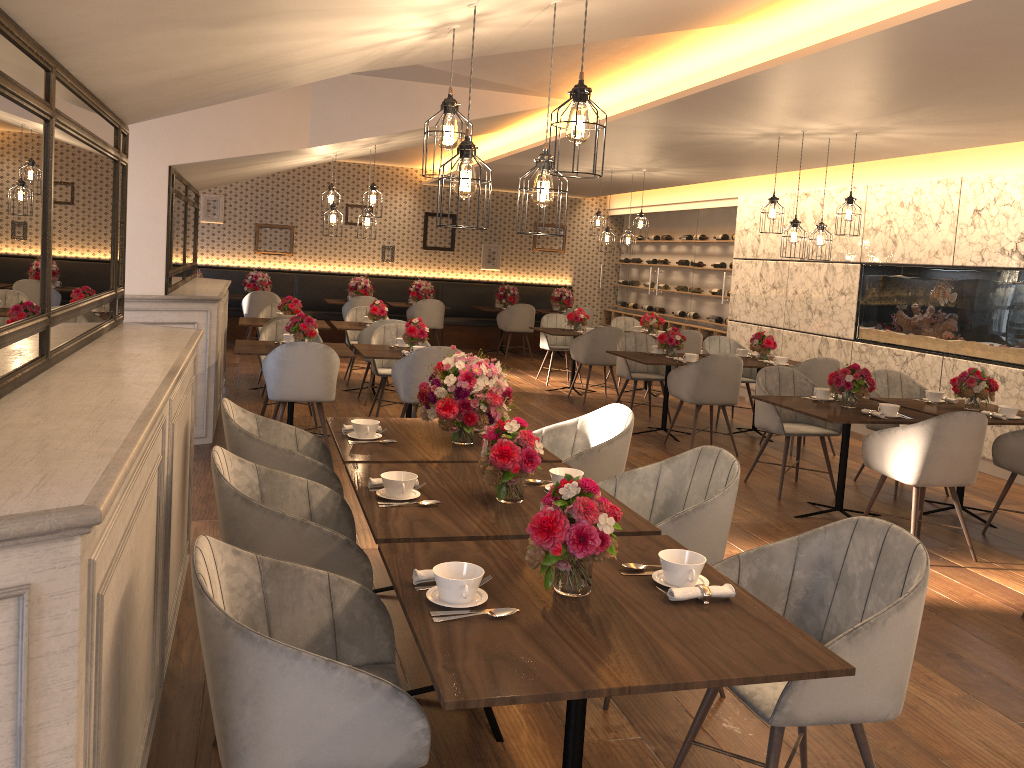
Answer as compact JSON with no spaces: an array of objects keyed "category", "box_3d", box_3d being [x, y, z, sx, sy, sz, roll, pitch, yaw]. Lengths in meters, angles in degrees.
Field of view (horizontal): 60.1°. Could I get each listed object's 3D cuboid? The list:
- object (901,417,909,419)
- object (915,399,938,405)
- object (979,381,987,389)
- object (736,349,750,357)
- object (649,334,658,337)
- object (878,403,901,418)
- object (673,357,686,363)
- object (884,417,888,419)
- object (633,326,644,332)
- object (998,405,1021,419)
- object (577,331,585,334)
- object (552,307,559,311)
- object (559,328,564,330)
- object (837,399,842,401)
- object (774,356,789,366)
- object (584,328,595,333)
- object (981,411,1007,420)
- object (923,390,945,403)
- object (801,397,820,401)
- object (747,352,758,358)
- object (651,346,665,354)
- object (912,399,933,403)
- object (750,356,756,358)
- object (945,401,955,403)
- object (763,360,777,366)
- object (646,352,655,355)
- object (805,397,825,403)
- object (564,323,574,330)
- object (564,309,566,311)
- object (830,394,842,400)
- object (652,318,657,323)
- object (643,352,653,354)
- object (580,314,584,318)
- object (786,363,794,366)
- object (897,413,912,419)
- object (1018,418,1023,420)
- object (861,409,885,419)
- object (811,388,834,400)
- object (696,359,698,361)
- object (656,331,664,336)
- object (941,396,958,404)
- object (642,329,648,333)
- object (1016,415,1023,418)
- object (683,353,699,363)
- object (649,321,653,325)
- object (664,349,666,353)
[{"category":"object","box_3d":[2.386,0.196,5.503,0.022,0.004,0.212,1,8,-17]},{"category":"object","box_3d":[2.928,0.126,6.241,0.022,0.004,0.212,1,8,-17]},{"category":"object","box_3d":[3.122,0.003,5.911,0.048,0.052,0.077,-1,8,-37]},{"category":"object","box_3d":[2.278,-0.306,8.744,0.148,0.072,0.149,-2,10,-39]},{"category":"object","box_3d":[1.680,-0.578,10.510,0.056,0.039,0.177,2,8,-17]},{"category":"object","box_3d":[2.321,0.164,5.453,0.148,0.072,0.149,7,8,26]},{"category":"object","box_3d":[1.492,-0.217,7.881,0.056,0.039,0.177,2,8,-17]},{"category":"object","box_3d":[2.241,0.185,5.442,0.025,0.024,0.194,2,8,-17]},{"category":"object","box_3d":[1.586,-0.686,11.112,0.148,0.072,0.149,-2,10,-39]},{"category":"object","box_3d":[3.202,0.184,5.714,0.148,0.072,0.149,7,8,26]},{"category":"object","box_3d":[0.800,-0.597,10.249,0.056,0.039,0.177,2,8,-17]},{"category":"object","box_3d":[0.750,-1.269,14.843,0.148,0.072,0.149,7,8,26]},{"category":"object","box_3d":[0.601,-0.677,10.803,0.043,0.015,0.198,1,9,-20]},{"category":"object","box_3d":[2.194,0.097,6.040,0.025,0.024,0.194,2,8,-17]},{"category":"object","box_3d":[2.483,-0.211,8.173,0.148,0.072,0.149,-2,10,-39]},{"category":"object","box_3d":[0.910,-0.612,10.280,0.148,0.072,0.149,-2,10,-39]},{"category":"object","box_3d":[3.091,0.198,5.683,0.056,0.039,0.177,2,8,-17]},{"category":"object","box_3d":[2.997,0.090,6.285,0.148,0.072,0.149,7,8,26]},{"category":"object","box_3d":[2.012,0.099,5.976,0.043,0.015,0.198,1,9,-20]},{"category":"object","box_3d":[2.386,-0.286,8.778,0.056,0.039,0.177,2,8,-17]},{"category":"object","box_3d":[1.398,-0.325,8.483,0.148,0.072,0.149,-2,10,-39]},{"category":"object","box_3d":[2.892,0.119,6.237,0.043,0.015,0.198,1,9,-20]},{"category":"object","box_3d":[2.355,-0.279,8.759,0.025,0.024,0.194,2,8,-17]},{"category":"object","box_3d":[3.074,0.116,6.301,0.025,0.024,0.194,2,8,-17]},{"category":"object","box_3d":[2.373,-0.197,8.142,0.056,0.039,0.177,2,8,-17]},{"category":"object","box_3d":[1.328,-0.289,8.439,0.022,0.004,0.212,1,8,-17]},{"category":"object","box_3d":[2.047,0.106,5.980,0.022,0.004,0.212,1,8,-17]},{"category":"object","box_3d":[0.705,-0.706,10.851,0.148,0.072,0.149,-2,10,-39]},{"category":"object","box_3d":[0.858,-1.250,14.877,0.056,0.039,0.177,2,8,-17]},{"category":"object","box_3d":[2.225,0.089,6.058,0.056,0.039,0.177,2,8,-17]},{"category":"object","box_3d":[1.710,-0.772,10.738,0.048,0.052,0.077,-1,8,-37]},{"category":"object","box_3d":[1.293,-0.296,8.435,0.043,0.015,0.198,1,9,-20]},{"category":"object","box_3d":[0.815,-0.804,10.504,0.077,0.052,0.045,9,8,35]},{"category":"object","box_3d":[2.584,-0.183,8.226,0.043,0.015,0.198,1,9,-20]},{"category":"object","box_3d":[2.422,0.192,5.506,0.043,0.015,0.198,1,9,-20]},{"category":"object","box_3d":[3.267,0.216,5.764,0.022,0.004,0.212,1,8,-17]},{"category":"object","box_3d":[2.211,0.179,5.422,0.056,0.039,0.177,2,8,-17]},{"category":"object","box_3d":[2.117,0.070,6.024,0.148,0.072,0.149,7,8,26]},{"category":"object","box_3d":[1.703,-0.203,7.965,0.043,0.015,0.198,1,9,-20]},{"category":"object","box_3d":[1.790,-0.592,10.541,0.148,0.072,0.149,-2,10,-39]},{"category":"object","box_3d":[3.105,0.109,6.319,0.056,0.039,0.177,2,8,-17]},{"category":"object","box_3d":[1.694,-0.667,11.146,0.056,0.039,0.177,2,8,-17]},{"category":"object","box_3d":[3.303,0.212,5.767,0.043,0.015,0.198,1,9,-20]},{"category":"object","box_3d":[1.602,-0.231,7.912,0.148,0.072,0.149,-2,10,-39]},{"category":"object","box_3d":[1.682,-0.744,10.745,0.049,0.051,0.078,3,7,-7]},{"category":"object","box_3d":[1.506,-0.306,8.517,0.056,0.039,0.177,2,8,-17]}]
